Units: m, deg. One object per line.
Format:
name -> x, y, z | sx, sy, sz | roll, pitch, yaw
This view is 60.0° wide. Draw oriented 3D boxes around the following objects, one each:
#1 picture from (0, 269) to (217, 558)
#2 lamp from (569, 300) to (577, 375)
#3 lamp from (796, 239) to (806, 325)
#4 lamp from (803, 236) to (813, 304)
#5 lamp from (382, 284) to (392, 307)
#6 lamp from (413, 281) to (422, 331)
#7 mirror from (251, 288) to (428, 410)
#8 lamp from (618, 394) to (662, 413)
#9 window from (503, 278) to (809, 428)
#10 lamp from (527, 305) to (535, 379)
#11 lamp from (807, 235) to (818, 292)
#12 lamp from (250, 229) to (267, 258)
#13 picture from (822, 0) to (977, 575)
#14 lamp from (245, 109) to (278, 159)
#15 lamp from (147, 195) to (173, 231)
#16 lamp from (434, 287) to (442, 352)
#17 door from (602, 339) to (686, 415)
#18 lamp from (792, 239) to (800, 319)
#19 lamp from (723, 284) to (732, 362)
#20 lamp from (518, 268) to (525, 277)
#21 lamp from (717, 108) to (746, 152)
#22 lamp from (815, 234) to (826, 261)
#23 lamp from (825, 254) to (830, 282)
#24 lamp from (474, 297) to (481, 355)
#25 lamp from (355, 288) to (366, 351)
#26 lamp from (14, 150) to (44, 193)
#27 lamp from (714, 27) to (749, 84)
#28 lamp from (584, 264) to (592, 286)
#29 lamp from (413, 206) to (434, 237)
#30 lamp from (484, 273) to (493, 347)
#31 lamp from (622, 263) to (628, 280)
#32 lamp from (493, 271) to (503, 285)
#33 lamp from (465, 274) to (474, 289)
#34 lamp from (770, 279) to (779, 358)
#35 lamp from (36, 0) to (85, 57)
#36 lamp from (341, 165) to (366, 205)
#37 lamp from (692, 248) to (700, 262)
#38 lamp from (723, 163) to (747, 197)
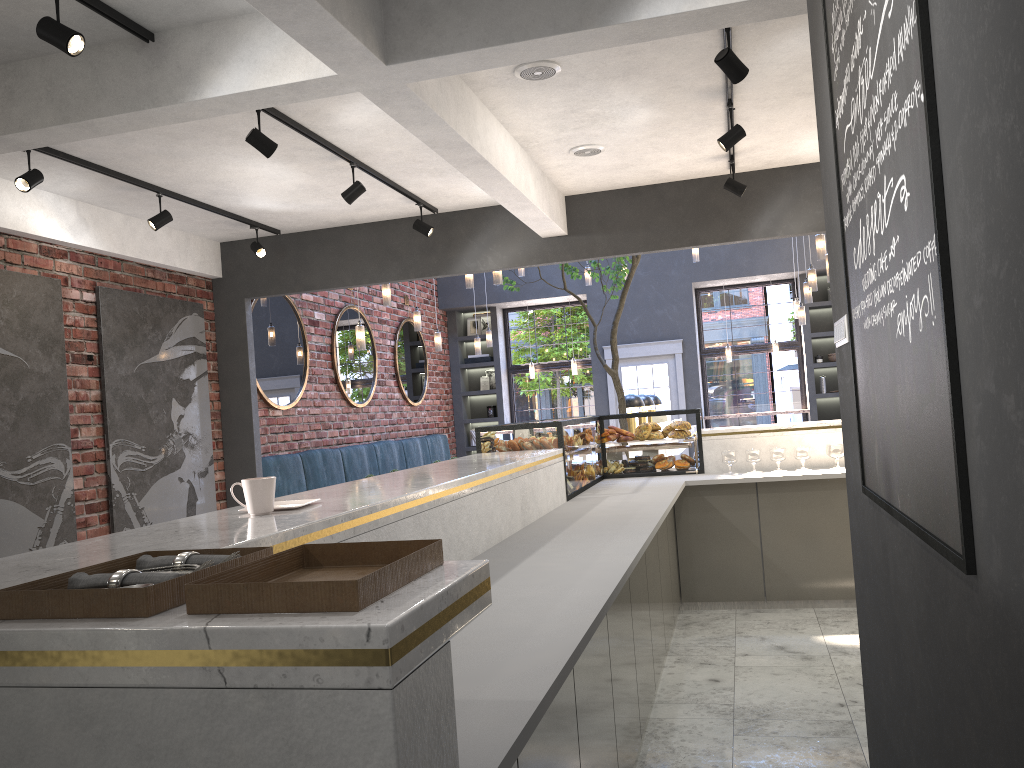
picture -> -2.852, 0.328, 5.965 | 0.033, 2.027, 2.821 | -5, -2, 14
lamp -> 0.895, -0.850, 13.386 | 0.078, 1.429, 0.078 | -4, -1, -23
lamp -> 3.268, -2.741, 10.479 | 0.078, 4.104, 0.078 | -4, -1, -1
lamp -> 2.980, -2.901, 9.406 | 0.078, 4.104, 0.078 | -4, -1, -23
lamp -> -1.356, -2.799, 8.630 | 0.078, 4.104, 0.078 | -4, -1, -1
lamp -> -1.181, -2.629, 9.784 | 0.078, 4.104, 0.078 | -5, -1, 22
mirror -> -1.812, -0.480, 10.277 | 0.036, 1.510, 4.774 | -5, -2, 14
lamp -> -0.211, -1.093, 6.309 | 4.182, 3.255, 8.838 | -4, -2, -2
window -> 0.434, -1.558, 7.412 | 6.406, 5.363, 12.710 | -5, -2, 14
lamp -> 0.260, -0.798, 13.549 | 0.078, 1.429, 0.078 | -6, -2, 44
lamp -> 2.809, -2.957, 8.756 | 0.078, 4.104, 0.078 | -4, -1, -23
lamp -> -1.983, -1.095, 6.925 | 0.087, 0.235, 0.157 | -3, -2, -35
picture -> 0.750, -0.587, 1.870 | 0.014, 1.753, 1.147 | -5, -2, 14
lamp -> -1.237, -1.234, 4.370 | 0.157, 0.238, 0.087 | -3, -2, -37
lamp -> -2.291, -1.111, 5.769 | 0.157, 0.238, 0.087 | -3, -2, -37
lamp -> -1.006, -2.428, 10.403 | 0.078, 4.104, 0.078 | -5, -1, 22
door -> 1.936, 0.526, 12.569 | 1.132, 2.218, 0.152 | -5, -1, 14
lamp -> 3.424, -2.865, 11.125 | 0.078, 4.104, 0.078 | -4, -1, -1
lamp -> 3.084, -1.030, 12.822 | 0.078, 1.429, 0.078 | -4, -1, -23
lamp -> -0.032, -3.369, 10.927 | 0.078, 4.104, 0.078 | -4, -1, -1
lamp -> 1.204, -1.397, 4.873 | 0.157, 0.235, 0.087 | -4, -1, 8
lamp -> 2.524, -3.116, 7.699 | 0.078, 4.104, 0.078 | -4, -1, -1
lamp -> 2.370, -2.851, 7.016 | 0.078, 4.104, 0.078 | -4, -1, -1
lamp -> -0.586, -2.423, 11.514 | 0.078, 4.104, 0.078 | -4, -1, -1
lamp -> -1.493, -2.347, 7.956 | 0.078, 4.104, 0.078 | -4, -1, -1
lamp -> -2.562, -1.124, 4.702 | 0.087, 0.235, 0.157 | -4, -1, 8
lamp -> 0.940, -1.412, 3.810 | 0.157, 0.235, 0.087 | -3, -2, -37
lamp -> 0.806, -3.276, 11.102 | 0.078, 4.104, 0.078 | -4, -1, -1
lamp -> -0.664, -1.205, 6.588 | 0.157, 0.238, 0.087 | -4, -1, 8
lamp -> -0.453, -2.548, 12.072 | 0.078, 4.104, 0.078 | -4, -1, -1
lamp -> 1.323, -3.389, 11.617 | 0.078, 4.104, 0.078 | -4, -1, -1
lamp -> -0.269, -2.899, 7.643 | 0.078, 4.104, 0.078 | -6, -2, 44
lamp -> -0.556, -2.973, 8.611 | 0.078, 4.104, 0.078 | -6, -2, 44
lamp -> 3.719, -1.082, 12.658 | 0.078, 1.429, 0.078 | -6, -2, 44
lamp -> -1.569, -1.252, 3.077 | 0.157, 0.238, 0.087 | -4, -1, 8
lamp -> -0.973, -1.219, 5.434 | 0.157, 0.238, 0.087 | -4, -1, 8
lamp -> 2.089, -3.533, 10.828 | 0.078, 4.104, 0.078 | -4, -1, -1
lamp -> 1.513, -1.382, 6.027 | 0.157, 0.235, 0.087 | -4, -1, 8
